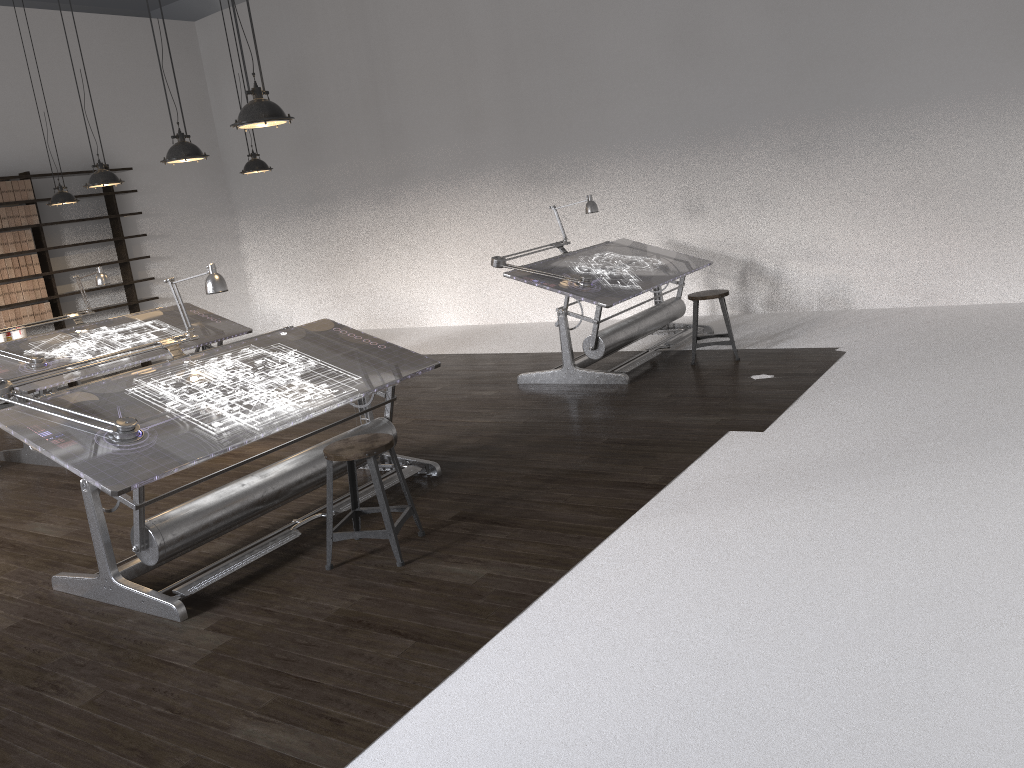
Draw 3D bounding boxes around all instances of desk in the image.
[{"bbox_3d":[-3.327,-0.284,7.381,1.076,1.374,2.089,-1,14,34],"label":"desk"},{"bbox_3d":[-5.381,-0.036,9.278,0.655,0.663,1.685,-1,14,34],"label":"desk"},{"bbox_3d":[-1.416,0.078,4.521,1.076,1.374,2.089,-1,14,34],"label":"desk"},{"bbox_3d":[0.794,-0.896,7.409,1.076,1.374,2.089,-1,14,34],"label":"desk"}]

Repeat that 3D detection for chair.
[{"bbox_3d":[-0.654,0.523,4.029,0.371,0.523,0.362,-6,11,13],"label":"chair"},{"bbox_3d":[-4.950,0.068,8.866,0.371,0.523,0.362,-8,11,3],"label":"chair"},{"bbox_3d":[1.560,-0.451,6.919,0.371,0.523,0.362,-6,11,13],"label":"chair"}]

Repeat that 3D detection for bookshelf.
[{"bbox_3d":[-7.115,0.036,7.571,0.373,3.178,9.268,-2,14,34],"label":"bookshelf"}]

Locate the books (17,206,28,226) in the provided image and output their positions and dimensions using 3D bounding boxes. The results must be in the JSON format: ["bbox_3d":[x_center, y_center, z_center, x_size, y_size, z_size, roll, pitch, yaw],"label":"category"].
[{"bbox_3d":[-5.488,-1.865,9.866,0.174,0.224,0.067,-1,13,35],"label":"books"}]

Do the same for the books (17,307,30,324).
[{"bbox_3d":[-5.464,-0.741,9.860,0.174,0.223,0.067,-1,13,35],"label":"books"}]

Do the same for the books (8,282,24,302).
[{"bbox_3d":[-5.505,-1.008,9.811,0.174,0.224,0.067,-1,13,35],"label":"books"}]

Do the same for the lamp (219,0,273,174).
[{"bbox_3d":[-2.557,-3.078,8.121,0.312,2.233,0.314,-6,10,15],"label":"lamp"}]

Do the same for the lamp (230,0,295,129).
[{"bbox_3d":[-1.382,-2.359,4.154,0.312,2.233,0.314,-6,10,15],"label":"lamp"}]

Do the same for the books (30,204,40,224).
[{"bbox_3d":[-5.420,-1.899,9.972,0.174,0.223,0.067,-1,13,35],"label":"books"}]

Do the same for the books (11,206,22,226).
[{"bbox_3d":[-5.532,-1.847,9.814,0.174,0.224,0.067,-1,13,35],"label":"books"}]

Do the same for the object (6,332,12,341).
[{"bbox_3d":[-5.375,-0.489,9.452,0.068,0.153,0.068,-6,10,11],"label":"object"}]

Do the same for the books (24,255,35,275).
[{"bbox_3d":[-5.443,-1.324,9.920,0.174,0.223,0.067,-1,13,35],"label":"books"}]

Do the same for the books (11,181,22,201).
[{"bbox_3d":[-5.533,-2.132,9.820,0.174,0.224,0.067,-1,13,35],"label":"books"}]

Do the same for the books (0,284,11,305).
[{"bbox_3d":[-5.583,-0.972,9.699,0.174,0.224,0.067,-1,13,35],"label":"books"}]

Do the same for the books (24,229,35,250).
[{"bbox_3d":[-5.444,-1.609,9.923,0.174,0.224,0.067,-1,13,35],"label":"books"}]

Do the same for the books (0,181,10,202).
[{"bbox_3d":[-5.604,-2.096,9.706,0.174,0.224,0.067,-1,13,35],"label":"books"}]

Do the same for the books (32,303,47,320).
[{"bbox_3d":[-5.354,-0.795,10.029,0.174,0.224,0.067,-1,13,35],"label":"books"}]

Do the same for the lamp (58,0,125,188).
[{"bbox_3d":[-3.407,-2.671,6.865,0.312,2.233,0.314,-14,11,-30],"label":"lamp"}]

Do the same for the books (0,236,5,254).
[{"bbox_3d":[-5.630,-1.520,9.650,0.174,0.223,0.067,-1,13,35],"label":"books"}]

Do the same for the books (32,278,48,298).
[{"bbox_3d":[-5.358,-1.080,10.032,0.174,0.224,0.067,-1,13,35],"label":"books"}]

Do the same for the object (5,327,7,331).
[{"bbox_3d":[-5.419,-0.532,9.534,0.055,0.179,0.007,-5,10,17],"label":"object"}]

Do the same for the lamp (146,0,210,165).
[{"bbox_3d":[-2.301,-2.547,5.620,0.312,2.246,0.314,-14,11,-30],"label":"lamp"}]

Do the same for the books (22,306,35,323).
[{"bbox_3d":[-5.426,-0.759,9.912,0.174,0.224,0.067,-1,13,35],"label":"books"}]

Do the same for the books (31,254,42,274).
[{"bbox_3d":[-5.400,-1.344,9.979,0.174,0.223,0.067,-1,13,35],"label":"books"}]

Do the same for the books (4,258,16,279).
[{"bbox_3d":[-5.560,-1.266,9.739,0.174,0.224,0.067,-1,13,35],"label":"books"}]

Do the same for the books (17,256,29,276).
[{"bbox_3d":[-5.479,-1.304,9.856,0.174,0.224,0.067,-1,13,35],"label":"books"}]

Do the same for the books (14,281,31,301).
[{"bbox_3d":[-5.463,-1.027,9.867,0.174,0.224,0.067,-1,13,35],"label":"books"}]

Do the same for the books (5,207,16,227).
[{"bbox_3d":[-5.568,-1.829,9.756,0.174,0.224,0.067,-1,13,35],"label":"books"}]

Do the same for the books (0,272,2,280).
[{"bbox_3d":[-5.641,-1.229,9.627,0.174,0.224,0.067,-1,13,35],"label":"books"}]

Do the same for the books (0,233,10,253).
[{"bbox_3d":[-5.597,-1.537,9.702,0.174,0.223,0.067,-1,13,35],"label":"books"}]

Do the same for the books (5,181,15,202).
[{"bbox_3d":[-5.573,-2.113,9.759,0.174,0.223,0.067,-1,13,35],"label":"books"}]

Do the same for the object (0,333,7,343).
[{"bbox_3d":[-5.391,-0.465,9.360,0.095,0.143,0.095,-14,12,-28],"label":"object"}]

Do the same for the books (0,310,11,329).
[{"bbox_3d":[-5.574,-0.690,9.702,0.174,0.224,0.067,-1,13,35],"label":"books"}]

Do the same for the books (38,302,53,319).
[{"bbox_3d":[-5.313,-0.812,10.077,0.174,0.224,0.067,-1,13,35],"label":"books"}]

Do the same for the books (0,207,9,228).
[{"bbox_3d":[-5.604,-1.810,9.697,0.174,0.224,0.067,-1,13,35],"label":"books"}]

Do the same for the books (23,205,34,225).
[{"bbox_3d":[-5.455,-1.883,9.923,0.174,0.223,0.067,-1,13,35],"label":"books"}]

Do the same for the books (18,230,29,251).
[{"bbox_3d":[-5.486,-1.590,9.868,0.174,0.224,0.067,-1,13,35],"label":"books"}]

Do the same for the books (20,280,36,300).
[{"bbox_3d":[-5.426,-1.045,9.921,0.174,0.224,0.067,-1,13,35],"label":"books"}]

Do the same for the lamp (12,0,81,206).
[{"bbox_3d":[-4.655,-2.898,8.692,0.312,2.233,0.314,-14,11,-30],"label":"lamp"}]

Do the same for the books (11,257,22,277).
[{"bbox_3d":[-5.525,-1.285,9.799,0.174,0.224,0.067,-1,13,35],"label":"books"}]

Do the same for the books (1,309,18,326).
[{"bbox_3d":[-5.532,-0.707,9.753,0.174,0.224,0.067,-1,13,35],"label":"books"}]

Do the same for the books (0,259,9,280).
[{"bbox_3d":[-5.602,-1.248,9.684,0.174,0.224,0.067,-1,13,35],"label":"books"}]

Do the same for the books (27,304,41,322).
[{"bbox_3d":[-5.391,-0.777,9.971,0.174,0.224,0.067,-1,13,35],"label":"books"}]

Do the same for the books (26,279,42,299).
[{"bbox_3d":[-5.395,-1.061,9.974,0.174,0.223,0.067,-1,13,35],"label":"books"}]

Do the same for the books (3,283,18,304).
[{"bbox_3d":[-5.546,-0.990,9.756,0.174,0.224,0.067,-1,13,35],"label":"books"}]

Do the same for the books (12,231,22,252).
[{"bbox_3d":[-5.525,-1.572,9.811,0.174,0.224,0.067,-1,13,35],"label":"books"}]

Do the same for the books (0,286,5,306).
[{"bbox_3d":[-5.618,-0.953,9.640,0.174,0.224,0.067,-1,13,35],"label":"books"}]

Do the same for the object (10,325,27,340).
[{"bbox_3d":[-5.277,-0.528,9.477,0.145,0.194,0.145,-7,11,7],"label":"object"}]

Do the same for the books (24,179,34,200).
[{"bbox_3d":[-5.455,-2.169,9.932,0.174,0.224,0.067,-1,13,35],"label":"books"}]

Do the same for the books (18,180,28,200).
[{"bbox_3d":[-5.497,-2.151,9.878,0.174,0.224,0.067,-1,13,35],"label":"books"}]

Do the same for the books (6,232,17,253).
[{"bbox_3d":[-5.557,-1.554,9.753,0.174,0.224,0.067,-1,13,35],"label":"books"}]

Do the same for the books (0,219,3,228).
[{"bbox_3d":[-5.645,-1.791,9.640,0.174,0.223,0.067,-1,13,35],"label":"books"}]

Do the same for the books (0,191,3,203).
[{"bbox_3d":[-5.644,-2.077,9.647,0.174,0.224,0.067,-1,13,35],"label":"books"}]

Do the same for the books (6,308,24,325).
[{"bbox_3d":[-5.499,-0.725,9.810,0.174,0.223,0.067,-1,13,35],"label":"books"}]
